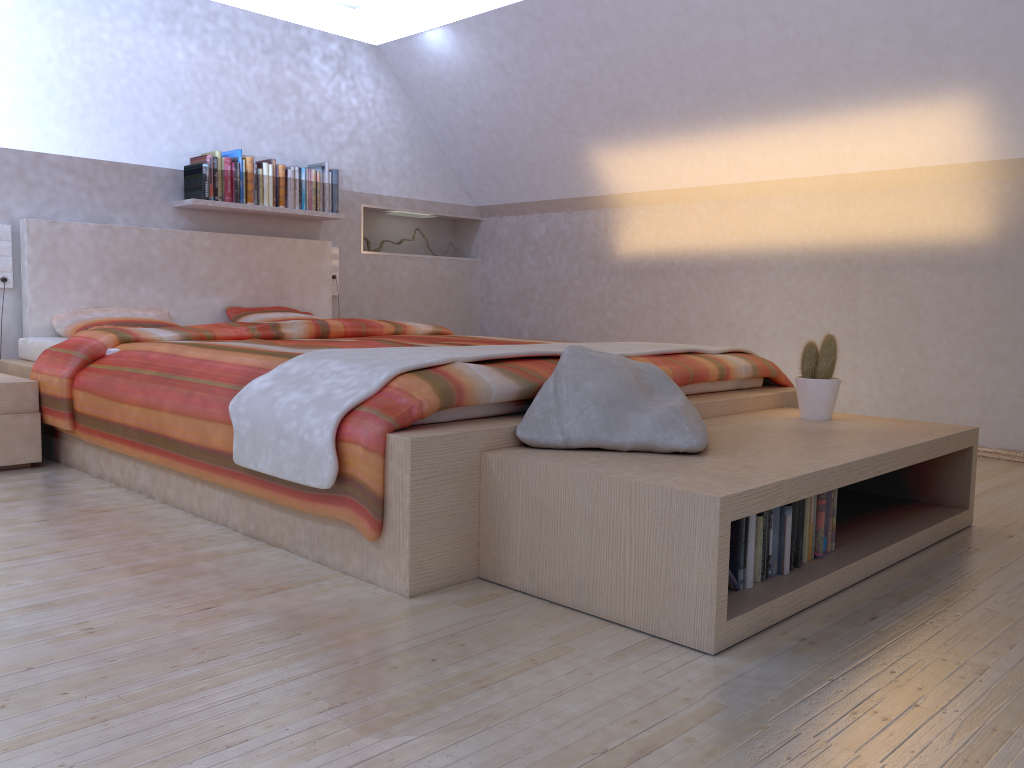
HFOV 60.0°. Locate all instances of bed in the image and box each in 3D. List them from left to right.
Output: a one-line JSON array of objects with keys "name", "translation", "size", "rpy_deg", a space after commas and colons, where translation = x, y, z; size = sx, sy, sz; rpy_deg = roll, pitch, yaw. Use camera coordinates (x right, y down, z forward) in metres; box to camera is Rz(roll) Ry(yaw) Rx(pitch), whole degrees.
[{"name": "bed", "translation": [-0.624, -0.187, 3.653], "size": [3.009, 0.994, 2.087], "rpy_deg": [6, 7, 44]}]

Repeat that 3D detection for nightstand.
[{"name": "nightstand", "translation": [-2.374, 0.144, 3.322], "size": [0.847, 0.329, 0.859], "rpy_deg": [6, 7, 44]}]

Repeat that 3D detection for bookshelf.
[{"name": "bookshelf", "translation": [-1.357, -0.947, 4.843], "size": [0.223, 0.028, 0.916], "rpy_deg": [6, 7, 44]}, {"name": "bookshelf", "translation": [0.675, 0.297, 2.415], "size": [0.643, 0.303, 1.495], "rpy_deg": [6, 7, 44]}]

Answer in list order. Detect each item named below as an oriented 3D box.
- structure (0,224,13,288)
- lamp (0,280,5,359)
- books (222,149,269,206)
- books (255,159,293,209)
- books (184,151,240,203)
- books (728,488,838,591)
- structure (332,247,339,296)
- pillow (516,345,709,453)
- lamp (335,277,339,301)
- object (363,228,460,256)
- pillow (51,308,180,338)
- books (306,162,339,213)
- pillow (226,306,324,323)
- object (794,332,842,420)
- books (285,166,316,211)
[{"name": "structure", "translation": [-2.324, -0.582, 4.044], "size": [0.034, 0.286, 0.077], "rpy_deg": [6, 7, 44]}, {"name": "lamp", "translation": [-2.362, -0.185, 3.689], "size": [0.318, 0.515, 0.684], "rpy_deg": [-1, 6, -17]}, {"name": "books", "translation": [-1.427, -1.097, 4.760], "size": [0.200, 0.281, 0.178], "rpy_deg": [6, 7, 44]}, {"name": "books", "translation": [-1.313, -1.094, 4.871], "size": [0.209, 0.260, 0.140], "rpy_deg": [6, 7, 44]}, {"name": "books", "translation": [-1.558, -1.075, 4.617], "size": [0.215, 0.260, 0.209], "rpy_deg": [6, 7, 44]}, {"name": "books", "translation": [0.537, 0.332, 2.019], "size": [0.157, 0.193, 0.652], "rpy_deg": [6, 7, 44]}, {"name": "structure", "translation": [-1.076, -0.675, 5.320], "size": [0.034, 0.286, 0.077], "rpy_deg": [6, 7, 44]}, {"name": "pillow", "translation": [0.279, 0.032, 2.337], "size": [0.470, 0.241, 0.498], "rpy_deg": [2, 5, 9]}, {"name": "lamp", "translation": [0.046, -0.171, 4.723], "size": [2.551, 0.788, 0.396], "rpy_deg": [5, 6, 35]}, {"name": "object", "translation": [-0.659, -0.951, 5.933], "size": [0.085, 0.193, 0.905], "rpy_deg": [6, 7, 44]}, {"name": "pillow", "translation": [-1.805, -0.267, 4.190], "size": [0.492, 0.180, 0.572], "rpy_deg": [6, 7, 44]}, {"name": "books", "translation": [-1.106, -1.121, 5.088], "size": [0.200, 0.281, 0.145], "rpy_deg": [6, 7, 44]}, {"name": "pillow", "translation": [-1.171, -0.321, 4.768], "size": [0.497, 0.188, 0.566], "rpy_deg": [6, 7, 44]}, {"name": "object", "translation": [0.980, -0.028, 2.840], "size": [0.144, 0.294, 0.144], "rpy_deg": [-1, 6, -21]}, {"name": "books", "translation": [-1.213, -1.088, 4.982], "size": [0.200, 0.231, 0.159], "rpy_deg": [6, 7, 44]}]
